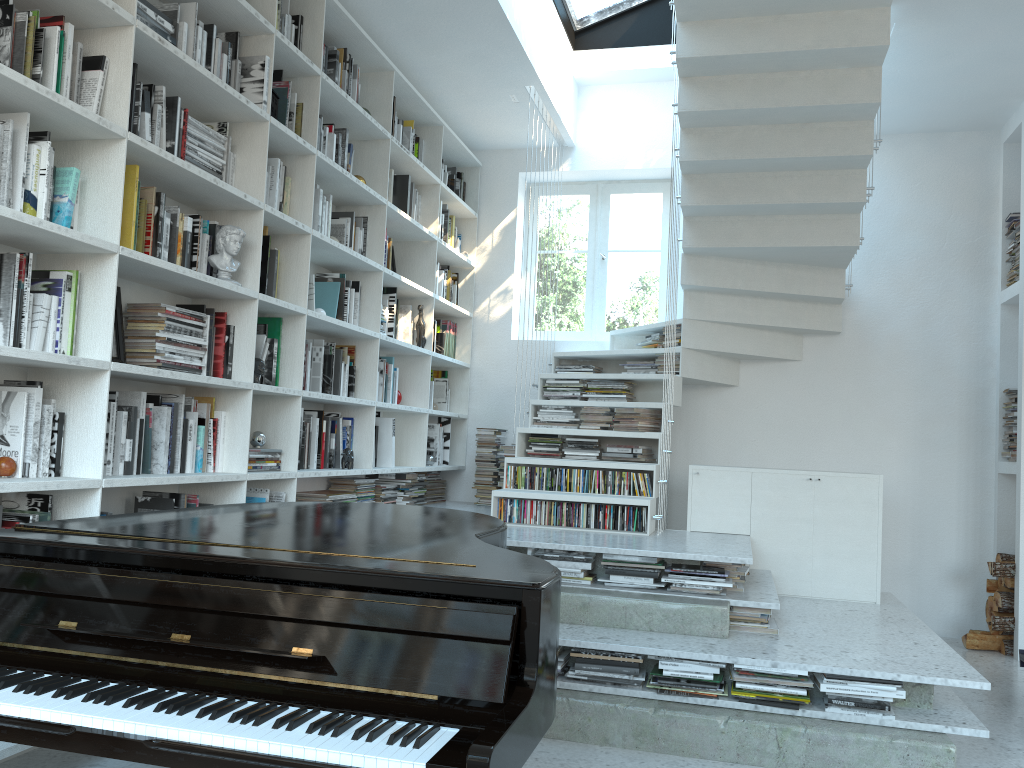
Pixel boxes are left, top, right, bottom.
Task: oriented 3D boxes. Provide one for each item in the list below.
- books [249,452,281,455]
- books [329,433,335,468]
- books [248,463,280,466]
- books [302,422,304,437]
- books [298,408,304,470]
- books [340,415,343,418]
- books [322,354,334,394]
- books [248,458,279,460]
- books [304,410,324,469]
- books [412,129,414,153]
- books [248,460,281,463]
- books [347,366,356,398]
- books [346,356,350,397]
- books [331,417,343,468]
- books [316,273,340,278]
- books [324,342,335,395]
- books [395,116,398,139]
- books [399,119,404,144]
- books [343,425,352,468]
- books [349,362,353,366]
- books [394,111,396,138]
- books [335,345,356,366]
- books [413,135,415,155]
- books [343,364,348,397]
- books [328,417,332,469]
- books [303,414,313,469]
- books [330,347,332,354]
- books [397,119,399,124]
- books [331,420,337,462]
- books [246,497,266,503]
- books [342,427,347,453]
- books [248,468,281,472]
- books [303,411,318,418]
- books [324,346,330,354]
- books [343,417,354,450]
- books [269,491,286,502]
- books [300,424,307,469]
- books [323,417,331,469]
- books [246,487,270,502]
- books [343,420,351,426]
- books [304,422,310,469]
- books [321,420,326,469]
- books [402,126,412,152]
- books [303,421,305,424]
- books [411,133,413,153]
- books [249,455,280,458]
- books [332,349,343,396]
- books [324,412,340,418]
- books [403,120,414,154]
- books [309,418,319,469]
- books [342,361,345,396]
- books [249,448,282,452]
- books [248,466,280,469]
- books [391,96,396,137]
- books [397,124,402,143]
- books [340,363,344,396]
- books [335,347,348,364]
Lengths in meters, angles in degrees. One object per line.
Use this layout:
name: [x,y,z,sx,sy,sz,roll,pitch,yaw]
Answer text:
books: [-1.150,0.297,3.849,0.159,0.012,0.285,1,-4,18]
books: [-1.004,0.345,4.613,0.169,0.181,0.025,2,-3,15]
books: [-1.151,0.346,3.846,0.161,0.012,0.254,1,-4,20]
books: [-1.092,0.292,4.268,0.162,0.231,0.065,2,-3,15]
books: [-1.090,0.256,4.210,0.188,0.294,0.030,2,-3,15]
books: [-0.985,0.305,4.761,0.143,0.282,0.012,2,-3,15]
books: [-1.002,-0.045,4.540,0.177,0.215,0.016,2,-3,15]
books: [-1.152,0.321,3.848,0.161,0.012,0.254,1,-4,19]
books: [-1.034,0.276,4.451,0.175,0.293,0.012,2,-3,15]
books: [-0.707,-1.456,5.515,0.189,0.251,0.016,2,-3,15]
books: [-1.149,0.334,3.846,0.159,0.012,0.285,1,-4,18]
books: [-0.932,-0.009,4.767,0.189,0.180,0.016,2,-3,15]
books: [-0.958,-0.038,4.719,0.181,0.229,0.018,2,-3,15]
books: [-0.985,0.307,4.669,0.186,0.266,0.070,2,-3,15]
books: [-0.978,-0.439,4.684,0.135,0.290,0.016,2,-3,15]
books: [-1.002,-0.075,4.616,0.159,0.285,0.007,2,-3,15]
books: [-0.769,-1.468,5.263,0.172,0.236,0.022,2,-3,15]
books: [-0.746,-1.470,5.374,0.165,0.257,0.030,2,-3,15]
books: [-0.952,0.334,4.769,0.175,0.228,0.025,2,-3,15]
books: [-0.942,-0.018,4.801,0.158,0.203,0.013,2,-3,15]
books: [-0.772,-1.482,5.246,0.168,0.262,0.014,2,-3,15]
books: [-0.930,-0.063,4.812,0.162,0.295,0.007,2,-3,15]
books: [-0.691,-1.440,5.546,0.170,0.225,0.007,2,-3,15]
books: [-0.963,-0.016,4.694,0.190,0.183,0.019,2,-3,15]
books: [-1.018,0.300,4.571,0.169,0.263,0.026,2,-3,15]
books: [-1.070,0.281,4.370,0.171,0.267,0.014,2,-3,15]
books: [-1.008,-0.065,4.571,0.158,0.258,0.008,2,-3,15]
books: [-0.763,-1.470,5.357,0.161,0.254,0.012,2,-3,15]
books: [-1.000,0.312,4.633,0.164,0.249,0.012,2,-3,15]
books: [-1.135,0.615,3.792,0.162,0.264,0.005,2,-3,15]
books: [-0.965,0.336,4.741,0.168,0.220,0.013,2,-3,15]
books: [-1.151,0.370,3.844,0.159,0.012,0.285,1,-4,18]
books: [-1.058,0.278,4.445,0.159,0.285,0.012,2,-3,15]
books: [-1.011,-0.068,4.560,0.149,0.262,0.015,2,-3,15]
books: [-0.945,0.316,4.821,0.171,0.272,0.025,2,-3,15]
books: [-1.092,0.615,3.920,0.172,0.284,0.021,2,-3,15]
books: [-1.084,0.302,4.304,0.175,0.217,0.011,2,-3,15]
books: [-1.018,0.299,4.544,0.173,0.262,0.026,2,-3,15]
books: [-1.133,0.600,3.840,0.149,0.300,0.032,2,-3,15]
books: [-0.951,0.321,4.796,0.156,0.258,0.026,2,-3,15]
books: [-1.078,0.300,4.351,0.159,0.228,0.024,2,-3,15]
books: [-1.032,0.302,4.471,0.184,0.244,0.031,2,-3,15]
books: [-0.707,-1.460,5.480,0.169,0.256,0.019,2,-3,15]
books: [-1.088,0.294,4.327,0.142,0.234,0.029,2,-3,15]
books: [-0.707,-1.441,5.493,0.182,0.220,0.008,2,-3,15]
books: [-1.142,0.309,3.846,0.161,0.012,0.254,2,-4,15]
books: [-0.975,-0.056,4.621,0.184,0.250,0.018,2,-3,15]
books: [-0.983,0.296,4.713,0.134,0.293,0.013,2,-3,15]
books: [-0.698,-1.488,5.544,0.165,0.320,0.007,2,-3,15]
books: [-1.052,0.292,4.397,0.181,0.252,0.025,2,-3,15]
books: [-0.971,-0.024,4.679,0.175,0.195,0.015,2,-3,15]
books: [-1.143,0.285,3.848,0.161,0.012,0.254,1,-4,23]
books: [-1.155,0.358,3.847,0.159,0.012,0.285,1,-4,19]
books: [-0.778,-1.520,5.205,0.180,0.332,0.014,2,-3,15]
books: [-0.754,-1.447,5.304,0.190,0.202,0.024,2,-3,15]
books: [-0.971,-0.020,4.637,0.182,0.182,0.018,2,-3,15]
books: [-0.961,-0.061,4.709,0.173,0.274,0.006,2,-3,15]
